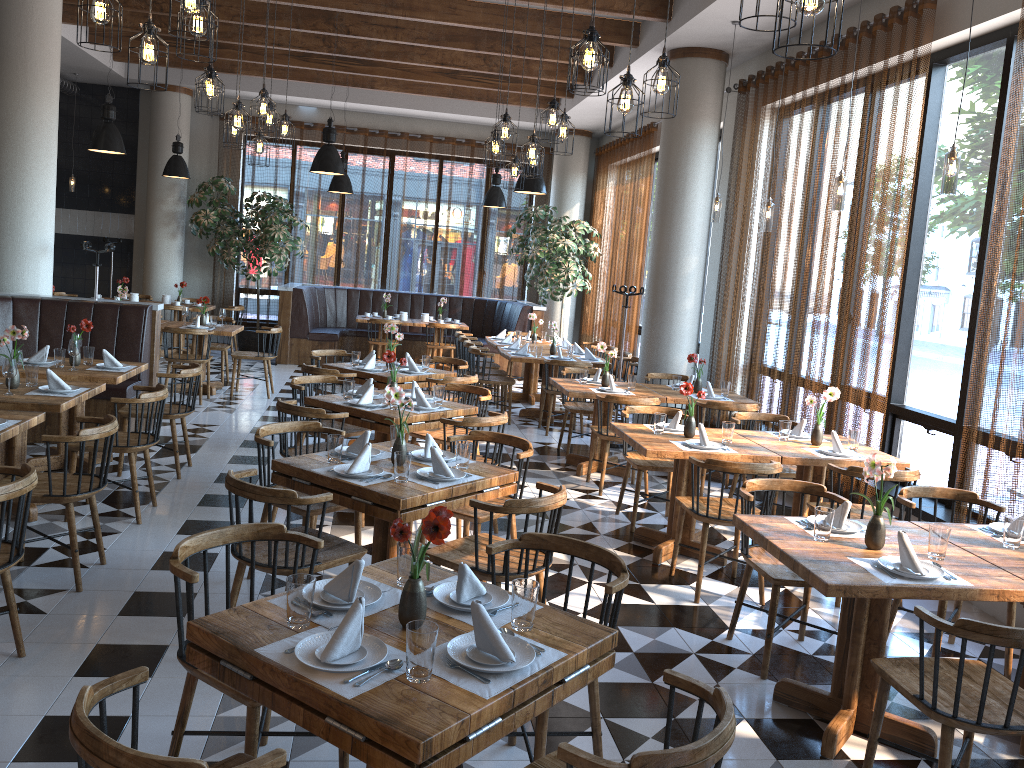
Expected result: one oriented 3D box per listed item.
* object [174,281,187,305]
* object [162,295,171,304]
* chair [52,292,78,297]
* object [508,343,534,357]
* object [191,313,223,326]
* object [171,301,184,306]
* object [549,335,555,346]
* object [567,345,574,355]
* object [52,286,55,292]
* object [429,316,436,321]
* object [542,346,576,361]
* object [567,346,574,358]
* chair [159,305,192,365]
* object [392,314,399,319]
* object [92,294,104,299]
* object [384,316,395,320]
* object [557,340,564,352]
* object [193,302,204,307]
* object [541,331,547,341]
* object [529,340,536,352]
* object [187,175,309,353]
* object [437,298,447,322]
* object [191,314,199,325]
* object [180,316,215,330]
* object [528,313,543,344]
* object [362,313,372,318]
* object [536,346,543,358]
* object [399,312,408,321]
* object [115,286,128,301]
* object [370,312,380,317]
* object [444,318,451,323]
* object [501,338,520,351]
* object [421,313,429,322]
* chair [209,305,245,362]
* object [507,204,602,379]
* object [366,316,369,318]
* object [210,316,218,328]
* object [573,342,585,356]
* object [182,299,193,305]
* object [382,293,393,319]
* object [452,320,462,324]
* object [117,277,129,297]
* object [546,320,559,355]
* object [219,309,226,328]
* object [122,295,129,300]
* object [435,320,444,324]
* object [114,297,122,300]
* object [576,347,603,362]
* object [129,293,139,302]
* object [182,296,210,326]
[{"bbox_3d":[-4.858,-1.332,12.995,0.171,0.354,0.156,10,7,39],"label":"object"},{"bbox_3d":[-5.098,-1.249,13.073,0.130,0.128,0.130,9,8,35],"label":"object"},{"bbox_3d":[-6.384,-0.902,12.839,0.549,0.814,0.522,4,6,-9],"label":"chair"},{"bbox_3d":[0.109,-0.400,10.046,0.271,0.136,0.354,4,8,-9],"label":"object"},{"bbox_3d":[-3.605,-0.772,10.484,0.352,0.136,0.273,4,7,-9],"label":"object"},{"bbox_3d":[-4.835,-1.157,12.793,0.176,0.066,0.176,6,8,6],"label":"object"},{"bbox_3d":[0.522,-0.560,11.488,0.080,0.131,0.080,2,7,-24],"label":"object"},{"bbox_3d":[0.682,-0.391,10.356,0.080,0.131,0.080,2,7,-24],"label":"object"},{"bbox_3d":[-5.239,-0.952,9.985,0.156,0.354,0.171,8,7,28],"label":"object"},{"bbox_3d":[-1.298,-1.043,14.130,0.176,0.066,0.176,10,9,36],"label":"object"},{"bbox_3d":[0.538,-0.351,9.957,0.352,0.136,0.273,4,7,-9],"label":"object"},{"bbox_3d":[0.673,-0.366,10.168,0.080,0.131,0.080,2,7,-24],"label":"object"},{"bbox_3d":[-4.780,-0.710,12.426,0.519,0.814,0.552,4,6,-9],"label":"chair"},{"bbox_3d":[-1.803,-1.067,14.000,0.176,0.066,0.176,5,7,1],"label":"object"},{"bbox_3d":[-6.010,-1.265,12.852,0.175,0.066,0.176,3,8,-17],"label":"object"},{"bbox_3d":[-1.876,-1.007,13.511,0.176,0.066,0.176,9,8,26],"label":"object"},{"bbox_3d":[0.587,-0.463,10.825,0.080,0.131,0.080,2,7,-24],"label":"object"},{"bbox_3d":[-4.609,-1.172,13.040,0.175,0.066,0.176,2,8,-23],"label":"object"},{"bbox_3d":[0.434,-0.648,12.077,0.080,0.131,0.080,2,7,-24],"label":"object"},{"bbox_3d":[0.238,-0.449,10.503,0.080,0.131,0.080,2,7,-24],"label":"object"},{"bbox_3d":[-4.215,-1.862,13.952,1.752,2.770,1.487,2,7,-28],"label":"object"},{"bbox_3d":[-1.091,-1.153,13.840,0.146,0.398,0.207,4,6,-4],"label":"object"},{"bbox_3d":[-3.678,-0.747,10.268,0.080,0.131,0.080,8,7,26],"label":"object"},{"bbox_3d":[-3.537,-0.696,9.966,0.352,0.136,0.273,4,7,-9],"label":"object"},{"bbox_3d":[0.298,-0.728,11.597,0.206,0.398,0.147,4,6,-10],"label":"object"},{"bbox_3d":[-2.237,-1.062,13.695,0.175,0.066,0.176,3,8,-17],"label":"object"},{"bbox_3d":[0.300,-0.358,9.876,0.080,0.131,0.080,2,7,-24],"label":"object"},{"bbox_3d":[-1.679,-1.047,13.704,0.130,0.128,0.130,9,8,35],"label":"object"},{"bbox_3d":[-4.433,-0.919,10.079,0.207,0.398,0.146,10,7,40],"label":"object"},{"bbox_3d":[-2.158,-1.094,13.976,0.176,0.066,0.176,10,9,36],"label":"object"},{"bbox_3d":[-1.008,-1.017,14.124,0.176,0.066,0.176,5,7,5],"label":"object"},{"bbox_3d":[0.025,-0.484,10.611,0.271,0.136,0.354,4,8,-9],"label":"object"},{"bbox_3d":[-1.358,-1.037,13.832,0.130,0.128,0.130,9,8,35],"label":"object"},{"bbox_3d":[-4.279,-0.768,13.154,0.549,0.814,0.522,4,6,-9],"label":"chair"},{"bbox_3d":[0.469,-1.487,14.093,1.760,2.770,1.481,10,8,39],"label":"object"},{"bbox_3d":[-2.222,-1.026,13.599,0.053,0.025,0.049,2,8,-20],"label":"object"},{"bbox_3d":[-3.428,-0.713,10.181,0.080,0.131,0.080,7,6,21],"label":"object"},{"bbox_3d":[0.817,-0.431,10.710,0.271,0.136,0.354,4,8,-9],"label":"object"},{"bbox_3d":[-4.887,-1.234,13.316,0.176,0.066,0.176,10,9,36],"label":"object"},{"bbox_3d":[-1.944,-1.212,13.749,0.146,0.398,0.207,0,8,-42],"label":"object"},{"bbox_3d":[-0.870,-0.974,13.895,0.175,0.066,0.176,2,8,-19],"label":"object"},{"bbox_3d":[-5.669,-1.388,12.903,0.171,0.354,0.157,2,6,-23],"label":"object"},{"bbox_3d":[0.468,-0.542,10.339,0.146,0.398,0.207,4,6,-4],"label":"object"},{"bbox_3d":[-3.369,-0.768,10.307,0.081,0.214,0.081,10,8,44],"label":"object"},{"bbox_3d":[-5.748,-1.280,13.130,0.176,0.066,0.176,5,7,5],"label":"object"},{"bbox_3d":[-1.095,-0.953,13.609,0.175,0.066,0.176,1,8,-26],"label":"object"},{"bbox_3d":[-5.650,-1.209,12.669,0.176,0.066,0.176,12,10,42],"label":"object"},{"bbox_3d":[0.901,-0.346,10.146,0.271,0.136,0.354,4,8,-9],"label":"object"},{"bbox_3d":[-5.492,-1.254,12.872,0.130,0.128,0.130,9,8,35],"label":"object"},{"bbox_3d":[-3.628,-0.843,10.181,0.295,0.354,0.167,4,6,-3],"label":"object"}]
